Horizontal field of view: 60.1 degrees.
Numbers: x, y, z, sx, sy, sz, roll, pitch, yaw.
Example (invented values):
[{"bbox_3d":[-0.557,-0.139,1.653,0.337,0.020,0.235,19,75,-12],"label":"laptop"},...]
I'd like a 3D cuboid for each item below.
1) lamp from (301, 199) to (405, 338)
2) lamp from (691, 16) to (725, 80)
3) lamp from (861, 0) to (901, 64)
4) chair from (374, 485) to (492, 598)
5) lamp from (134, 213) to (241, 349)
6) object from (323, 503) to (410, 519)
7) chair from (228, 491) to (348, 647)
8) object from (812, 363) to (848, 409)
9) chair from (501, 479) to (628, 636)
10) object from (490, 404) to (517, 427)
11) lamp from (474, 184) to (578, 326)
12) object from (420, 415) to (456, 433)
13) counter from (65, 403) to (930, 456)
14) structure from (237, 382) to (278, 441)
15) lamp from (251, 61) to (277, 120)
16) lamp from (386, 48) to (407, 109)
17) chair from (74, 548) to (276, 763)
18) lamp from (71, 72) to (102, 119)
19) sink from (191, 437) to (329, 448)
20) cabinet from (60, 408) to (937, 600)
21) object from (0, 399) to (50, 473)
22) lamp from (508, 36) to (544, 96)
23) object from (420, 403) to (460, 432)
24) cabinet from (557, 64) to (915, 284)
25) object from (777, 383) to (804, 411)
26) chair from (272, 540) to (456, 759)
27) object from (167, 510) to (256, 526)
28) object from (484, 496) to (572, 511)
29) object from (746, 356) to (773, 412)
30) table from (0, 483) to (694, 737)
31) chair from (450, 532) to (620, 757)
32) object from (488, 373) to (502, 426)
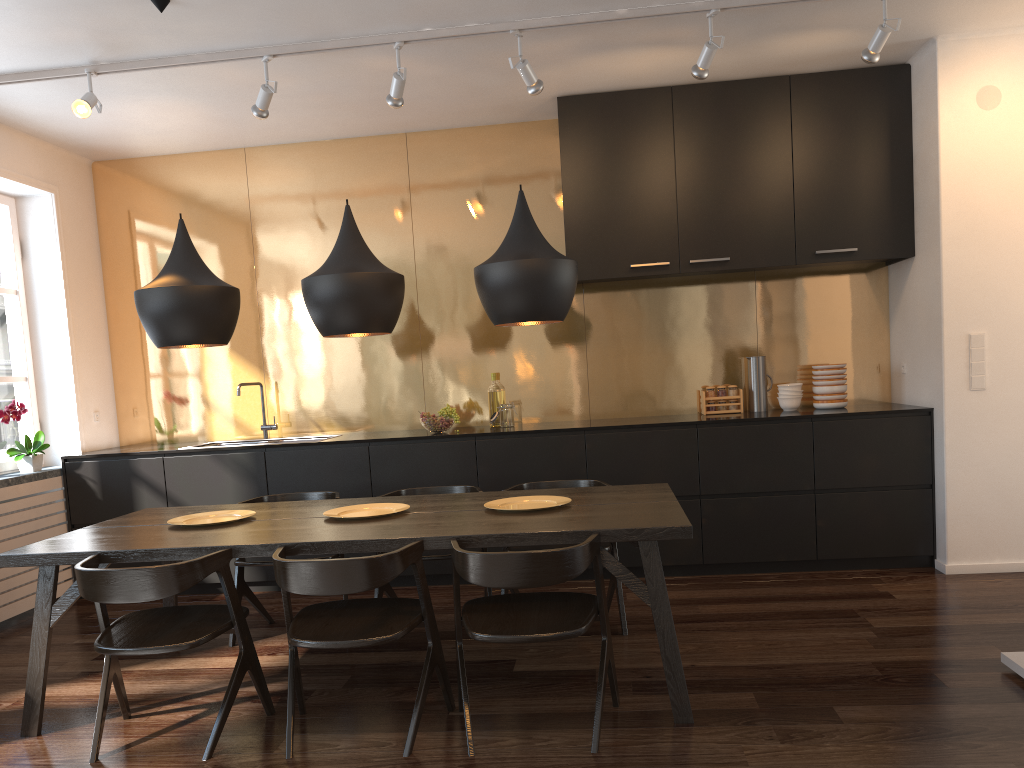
[{"bbox_3d":[-0.643,-0.468,3.559,0.410,0.544,0.409,-5,4,-18],"label":"lamp"},{"bbox_3d":[0.897,-1.520,3.985,0.085,0.241,0.250,-6,3,-23],"label":"lamp"},{"bbox_3d":[1.645,-1.566,3.908,0.085,0.241,0.250,-5,3,-18],"label":"lamp"},{"bbox_3d":[-0.373,0.861,4.292,0.593,0.675,0.517,-3,3,4],"label":"chair"},{"bbox_3d":[-1.336,-0.425,3.632,0.411,0.544,0.409,-1,4,39],"label":"lamp"},{"bbox_3d":[-0.599,0.528,3.656,0.355,0.017,0.355,-4,1,-13],"label":"object"},{"bbox_3d":[-1.076,0.903,4.395,0.593,0.675,0.517,-3,3,2],"label":"chair"},{"bbox_3d":[1.920,0.014,5.345,0.198,0.266,0.197,-5,4,-20],"label":"object"},{"bbox_3d":[0.231,0.824,4.228,0.593,0.675,0.517,-3,3,5],"label":"chair"},{"bbox_3d":[-0.050,0.191,5.486,0.176,0.152,0.087,-4,4,-17],"label":"object"},{"bbox_3d":[0.051,-0.510,3.486,0.409,0.544,0.410,-6,4,-37],"label":"lamp"},{"bbox_3d":[-0.446,0.246,5.344,0.218,0.097,0.218,-5,2,-37],"label":"object"},{"bbox_3d":[-0.178,0.277,5.437,5.062,0.002,0.729,-3,1,6],"label":"counter"},{"bbox_3d":[-1.633,0.181,5.686,0.109,0.387,0.264,-2,4,22],"label":"structure"},{"bbox_3d":[-1.157,-1.396,4.192,0.085,0.240,0.251,-8,5,-43],"label":"lamp"},{"bbox_3d":[-0.521,-1.434,4.133,0.085,0.241,0.250,-6,4,-28],"label":"lamp"},{"bbox_3d":[-1.223,0.929,3.139,0.593,0.675,0.517,-3,3,5],"label":"chair"},{"bbox_3d":[-1.990,-1.342,4.137,0.085,0.241,0.250,-4,3,-7],"label":"lamp"},{"bbox_3d":[-0.314,0.264,5.408,3.415,0.245,0.480,-4,2,5],"label":"sink"},{"bbox_3d":[-0.150,0.727,5.476,5.065,0.906,0.729,-3,3,6],"label":"cabinet"},{"bbox_3d":[-2.836,0.302,5.151,0.229,0.439,0.405,-5,3,-18],"label":"object"},{"bbox_3d":[0.603,-0.704,4.747,0.089,1.857,1.825,1,5,40],"label":"lamp"},{"bbox_3d":[-0.438,0.207,5.326,0.239,0.174,0.177,-4,3,-9],"label":"object"},{"bbox_3d":[1.284,-1.187,5.248,1.956,1.056,0.528,-3,4,6],"label":"cabinet"},{"bbox_3d":[1.697,0.080,5.395,0.158,0.161,0.153,-2,4,34],"label":"object"},{"bbox_3d":[-0.545,0.887,3.073,0.593,0.675,0.517,-3,3,7],"label":"chair"},{"bbox_3d":[-1.263,0.569,3.726,0.356,0.017,0.354,-3,1,9],"label":"object"},{"bbox_3d":[0.064,0.488,3.585,0.356,0.017,0.354,-3,1,9],"label":"object"},{"bbox_3d":[1.532,-0.001,5.460,0.164,0.341,0.113,-3,5,9],"label":"object"},{"bbox_3d":[-0.565,0.876,3.647,2.501,0.683,1.101,-3,2,6],"label":"table"},{"bbox_3d":[0.064,0.850,3.009,0.593,0.675,0.517,-3,3,4],"label":"chair"},{"bbox_3d":[-0.108,0.099,5.644,0.091,0.341,0.091,-6,5,-27],"label":"object"}]
